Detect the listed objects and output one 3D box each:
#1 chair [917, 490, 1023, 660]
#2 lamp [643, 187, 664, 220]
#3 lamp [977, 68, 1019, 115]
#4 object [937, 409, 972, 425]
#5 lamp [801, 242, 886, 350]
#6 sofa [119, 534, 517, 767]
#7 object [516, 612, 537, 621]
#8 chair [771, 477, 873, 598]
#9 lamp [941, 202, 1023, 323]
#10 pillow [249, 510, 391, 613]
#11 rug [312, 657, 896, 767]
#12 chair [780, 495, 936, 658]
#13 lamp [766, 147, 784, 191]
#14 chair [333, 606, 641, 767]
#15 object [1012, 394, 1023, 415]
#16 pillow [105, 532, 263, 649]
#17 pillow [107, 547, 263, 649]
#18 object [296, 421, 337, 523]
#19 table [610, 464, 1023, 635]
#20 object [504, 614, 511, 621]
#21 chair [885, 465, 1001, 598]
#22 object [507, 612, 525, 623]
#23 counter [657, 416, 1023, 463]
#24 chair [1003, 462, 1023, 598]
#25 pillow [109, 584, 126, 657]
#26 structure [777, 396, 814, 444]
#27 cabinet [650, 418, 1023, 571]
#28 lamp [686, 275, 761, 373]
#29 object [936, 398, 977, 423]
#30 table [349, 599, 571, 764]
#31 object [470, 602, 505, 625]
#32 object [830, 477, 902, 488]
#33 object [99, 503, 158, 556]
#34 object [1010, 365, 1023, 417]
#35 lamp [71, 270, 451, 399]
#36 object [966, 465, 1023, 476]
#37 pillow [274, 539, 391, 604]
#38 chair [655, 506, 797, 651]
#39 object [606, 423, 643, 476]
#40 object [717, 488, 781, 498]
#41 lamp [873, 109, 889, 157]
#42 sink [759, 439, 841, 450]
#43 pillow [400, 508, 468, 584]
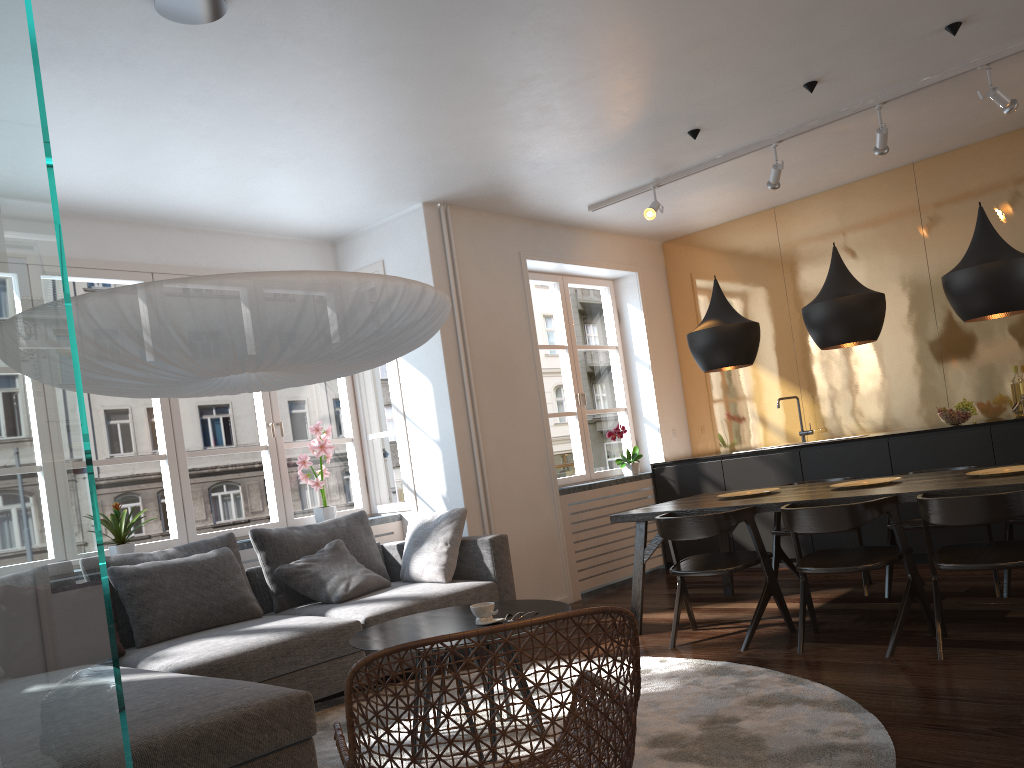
[{"bbox_3d":[1.999,0.768,3.667,0.597,0.670,0.518,-10,-3,40],"label":"chair"},{"bbox_3d":[0.941,-1.198,5.904,0.085,0.239,0.250,-9,-3,29],"label":"lamp"},{"bbox_3d":[3.406,-0.829,4.824,1.830,1.844,0.089,-7,-1,-14],"label":"lamp"},{"bbox_3d":[2.954,0.225,5.882,0.218,0.097,0.219,-8,-4,-1],"label":"object"},{"bbox_3d":[1.711,-0.468,4.594,0.412,0.540,0.410,-9,-3,18],"label":"lamp"},{"bbox_3d":[-1.004,1.217,3.982,2.053,0.670,3.058,-12,-6,42],"label":"sofa"},{"bbox_3d":[0.058,0.858,3.279,0.015,0.015,0.167,-10,-5,29],"label":"object"},{"bbox_3d":[1.909,0.942,5.460,0.597,0.670,0.518,-10,-3,38],"label":"chair"},{"bbox_3d":[2.222,-0.582,4.125,0.411,0.540,0.412,-8,-2,-1],"label":"lamp"},{"bbox_3d":[-1.106,1.026,5.206,0.277,0.476,0.833,-10,-4,42],"label":"pillow"},{"bbox_3d":[-0.146,1.359,3.204,2.849,0.012,2.836,-10,-5,22],"label":"rug"},{"bbox_3d":[1.551,0.868,4.078,0.597,0.670,0.518,-10,-3,42],"label":"chair"},{"bbox_3d":[1.639,-1.337,5.455,0.085,0.238,0.252,-8,-3,-8],"label":"lamp"},{"bbox_3d":[-0.053,0.888,2.153,0.716,0.708,0.689,-7,-3,-16],"label":"chair"},{"bbox_3d":[3.354,0.131,5.765,0.177,0.151,0.088,-9,-2,19],"label":"object"},{"bbox_3d":[-1.723,1.050,4.537,0.278,0.474,0.836,-10,-4,42],"label":"pillow"},{"bbox_3d":[-1.625,1.053,4.430,0.294,0.396,0.664,-10,-4,42],"label":"pillow"},{"bbox_3d":[-1.270,0.592,5.810,0.298,0.689,0.200,-9,-1,21],"label":"object"},{"bbox_3d":[1.874,0.860,4.554,2.517,0.677,1.103,-12,-6,42],"label":"table"},{"bbox_3d":[-0.019,0.876,3.335,0.026,0.010,0.124,-9,-5,8],"label":"object"},{"bbox_3d":[2.411,0.827,4.961,0.597,0.670,0.518,-10,-3,40],"label":"chair"},{"bbox_3d":[0.017,0.864,3.291,0.025,0.016,0.164,-9,-5,17],"label":"object"},{"bbox_3d":[3.225,0.229,5.797,5.095,0.002,0.729,-13,-7,42],"label":"counter"},{"bbox_3d":[2.856,0.728,4.552,0.597,0.670,0.518,-10,-3,41],"label":"chair"},{"bbox_3d":[-2.008,1.064,3.968,0.313,0.402,0.519,-10,-4,44],"label":"pillow"},{"bbox_3d":[2.202,0.285,6.867,0.264,0.385,0.110,-7,-2,-32],"label":"structure"},{"bbox_3d":[3.287,0.673,5.790,5.098,0.898,0.730,-12,-5,42],"label":"cabinet"},{"bbox_3d":[1.200,-0.355,5.064,0.410,0.540,0.413,-7,-2,-15],"label":"lamp"},{"bbox_3d":[2.948,0.186,5.865,0.240,0.172,0.177,-10,-4,27],"label":"object"},{"bbox_3d":[-0.163,1.142,3.368,0.853,0.471,0.844,-12,-6,44],"label":"table"},{"bbox_3d":[-0.092,0.850,3.267,0.091,0.069,0.140,-5,-5,-36],"label":"object"},{"bbox_3d":[1.839,0.518,4.598,0.357,0.016,0.355,-10,-6,23],"label":"object"},{"bbox_3d":[-2.111,0.803,4.829,0.323,0.327,0.376,-9,-3,17],"label":"object"},{"bbox_3d":[3.397,0.045,5.931,0.092,0.339,0.092,-8,-1,9],"label":"object"},{"bbox_3d":[-0.927,-0.105,3.034,1.467,0.209,1.478,-7,-5,-11],"label":"lamp"},{"bbox_3d":[2.328,0.409,4.149,0.354,0.016,0.358,-3,-7,-44],"label":"object"},{"bbox_3d":[-1.002,1.048,4.954,0.446,0.320,0.491,-10,-4,23],"label":"pillow"},{"bbox_3d":[1.047,0.979,4.533,0.597,0.670,0.518,-10,-3,40],"label":"chair"},{"bbox_3d":[0.924,0.528,7.144,0.230,0.436,0.406,-9,-3,18],"label":"object"},{"bbox_3d":[1.350,0.626,5.047,0.354,0.016,0.358,-3,-7,-44],"label":"object"},{"bbox_3d":[2.113,-1.441,5.032,0.085,0.239,0.251,-8,-3,8],"label":"lamp"},{"bbox_3d":[3.098,0.230,5.855,3.437,0.243,0.480,-12,-6,41],"label":"sink"},{"bbox_3d":[-0.495,0.958,5.198,0.497,0.413,0.285,-11,-4,41],"label":"pillow"}]
